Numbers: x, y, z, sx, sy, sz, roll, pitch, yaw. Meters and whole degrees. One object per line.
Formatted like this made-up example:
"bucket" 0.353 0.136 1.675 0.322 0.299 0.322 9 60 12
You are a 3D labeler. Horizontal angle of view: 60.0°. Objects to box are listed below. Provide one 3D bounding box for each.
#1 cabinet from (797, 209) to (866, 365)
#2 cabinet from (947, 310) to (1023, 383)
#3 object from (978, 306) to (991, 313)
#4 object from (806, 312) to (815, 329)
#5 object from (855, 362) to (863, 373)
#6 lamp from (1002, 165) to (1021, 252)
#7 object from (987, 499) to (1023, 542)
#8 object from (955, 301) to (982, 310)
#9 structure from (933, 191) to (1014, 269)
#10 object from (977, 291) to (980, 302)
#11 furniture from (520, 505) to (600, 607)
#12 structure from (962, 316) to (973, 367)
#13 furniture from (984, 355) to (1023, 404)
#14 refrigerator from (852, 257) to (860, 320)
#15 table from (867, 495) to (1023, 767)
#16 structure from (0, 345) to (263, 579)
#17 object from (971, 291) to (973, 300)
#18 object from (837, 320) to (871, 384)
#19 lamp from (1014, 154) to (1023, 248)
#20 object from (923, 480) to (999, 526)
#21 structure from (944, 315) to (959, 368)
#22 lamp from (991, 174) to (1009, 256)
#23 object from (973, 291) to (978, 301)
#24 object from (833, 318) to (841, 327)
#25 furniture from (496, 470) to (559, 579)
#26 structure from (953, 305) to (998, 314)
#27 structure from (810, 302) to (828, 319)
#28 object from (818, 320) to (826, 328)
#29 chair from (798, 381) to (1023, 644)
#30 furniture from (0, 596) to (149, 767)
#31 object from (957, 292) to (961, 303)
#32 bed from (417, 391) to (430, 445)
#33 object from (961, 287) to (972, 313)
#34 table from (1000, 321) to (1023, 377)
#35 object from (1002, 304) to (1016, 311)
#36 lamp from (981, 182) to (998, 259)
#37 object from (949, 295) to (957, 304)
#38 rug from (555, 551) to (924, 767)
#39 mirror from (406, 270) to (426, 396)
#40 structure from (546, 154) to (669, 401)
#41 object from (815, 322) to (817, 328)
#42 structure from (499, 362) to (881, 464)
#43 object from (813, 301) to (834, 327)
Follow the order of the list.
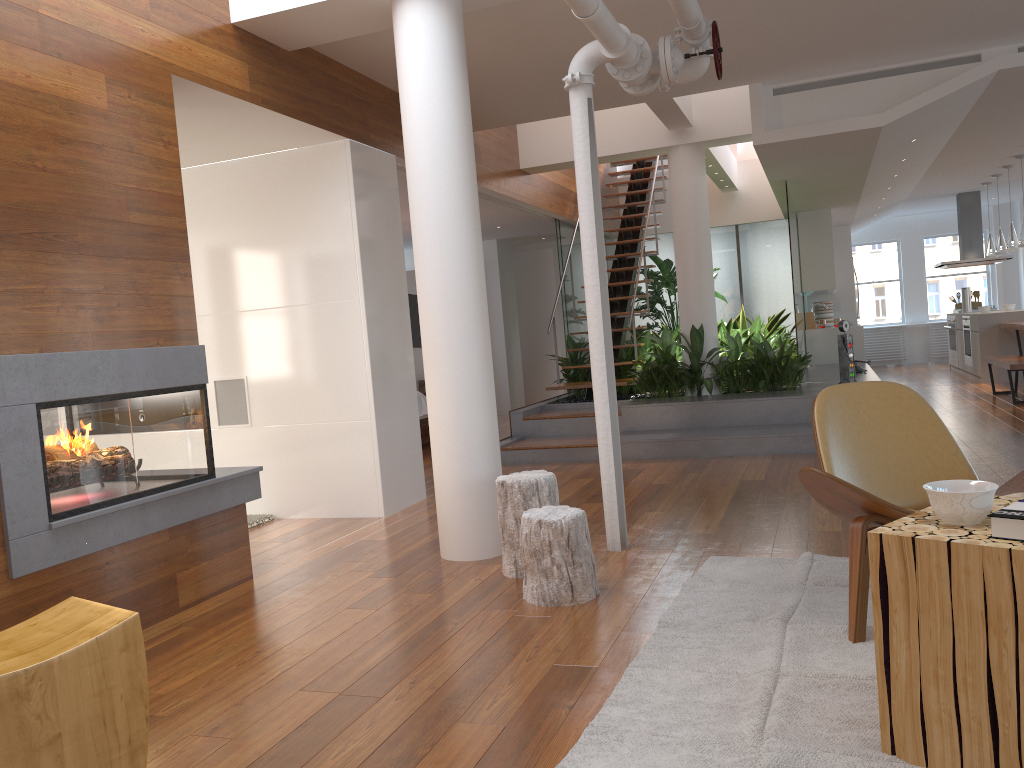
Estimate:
"cabinet" 4.700 -1.180 13.058 0.676 2.280 4.565 -4 3 20
"cabinet" 6.368 -0.550 11.891 0.597 0.832 2.936 -4 3 20
"object" 5.871 -0.921 11.020 0.152 0.082 0.152 -7 3 -31
"object" 3.876 -0.825 11.517 0.104 0.222 0.200 -4 3 20
"object" 3.469 -0.191 9.062 0.216 0.155 0.181 -6 3 -16
"lamp" 5.812 -2.082 10.339 0.160 1.060 0.160 -8 4 -43
"object" 1.197 0.276 1.826 0.334 0.048 0.279 -7 4 -39
"object" 6.769 -1.146 13.153 0.353 0.157 0.084 -4 3 20
"structure" 6.518 -2.391 12.638 0.909 1.405 0.900 -4 3 20
"object" 6.893 -1.233 13.113 0.057 0.294 0.030 -4 3 20
"furniture" 0.179 0.659 3.447 0.294 0.333 0.292 -5 3 -10
"structure" 5.924 -0.562 11.511 0.072 0.648 0.644 -4 3 20
"furniture" 4.988 -0.050 8.801 0.316 0.389 1.433 -4 3 20
"refrigerator" 5.017 -1.026 13.749 0.725 1.772 0.908 -4 3 20
"table" 1.172 0.565 1.927 0.489 0.534 0.548 -7 4 -40
"structure" -1.826 0.249 3.687 0.844 0.737 1.382 -4 3 20
"object" 6.792 -1.226 13.128 0.057 0.299 0.019 -4 3 20
"object" 2.867 -0.259 7.444 0.134 0.565 0.318 -7 4 -34
"lamp" 5.572 -2.027 9.659 0.160 1.060 0.160 -8 4 -43
"object" 1.004 0.268 1.983 0.152 0.082 0.152 -6 3 -20
"structure" 6.630 -0.642 12.757 0.649 0.735 0.890 -4 3 20
"lamp" 6.052 -2.137 11.019 0.160 1.060 0.160 -8 4 -43
"object" 6.852 -1.229 13.109 0.068 0.298 0.039 -4 3 20
"object" 4.079 -0.767 11.112 0.094 0.106 0.094 -3 3 25
"furniture" 0.086 0.603 3.852 0.290 0.418 0.298 -6 3 -17
"structure" 6.637 -1.069 12.732 0.520 0.073 0.650 -4 3 20
"structure" 4.224 -0.858 12.184 0.248 0.536 0.115 -4 3 20
"object" 3.924 -0.759 11.218 0.094 0.106 0.094 -3 3 25
"chair" 1.439 0.381 2.940 0.856 0.752 0.867 -4 3 25
"furniture" -1.180 0.795 2.046 0.344 0.430 0.549 -3 4 39
"object" 6.654 -1.219 13.199 0.055 0.299 0.027 -4 3 20
"bed" -1.968 0.407 9.382 2.314 0.595 2.207 -4 3 20
"object" 6.339 -1.166 12.342 0.172 0.356 0.120 -6 3 -22
"table" 6.224 -0.401 10.468 0.893 0.704 5.996 -4 3 20
"object" 6.064 -0.928 10.820 0.152 0.082 0.152 -6 3 -20
"lamp" 6.293 -2.192 11.698 0.160 1.060 0.160 -8 4 -43
"object" 6.620 -1.198 13.210 0.199 0.259 0.016 -3 3 30
"rug" 1.747 0.761 1.557 3.525 0.057 3.478 -4 3 24
"mirror" -1.139 -0.546 12.110 1.267 2.044 0.049 -4 3 20
"structure" 2.025 -1.939 9.949 2.552 4.265 4.591 -4 3 20
"object" 3.974 -0.819 11.747 0.100 0.170 0.173 -4 3 21
"structure" 2.180 0.174 9.360 3.088 0.386 5.584 -4 3 20
"object" 4.454 -0.999 12.681 0.266 0.356 0.267 -8 4 -45
